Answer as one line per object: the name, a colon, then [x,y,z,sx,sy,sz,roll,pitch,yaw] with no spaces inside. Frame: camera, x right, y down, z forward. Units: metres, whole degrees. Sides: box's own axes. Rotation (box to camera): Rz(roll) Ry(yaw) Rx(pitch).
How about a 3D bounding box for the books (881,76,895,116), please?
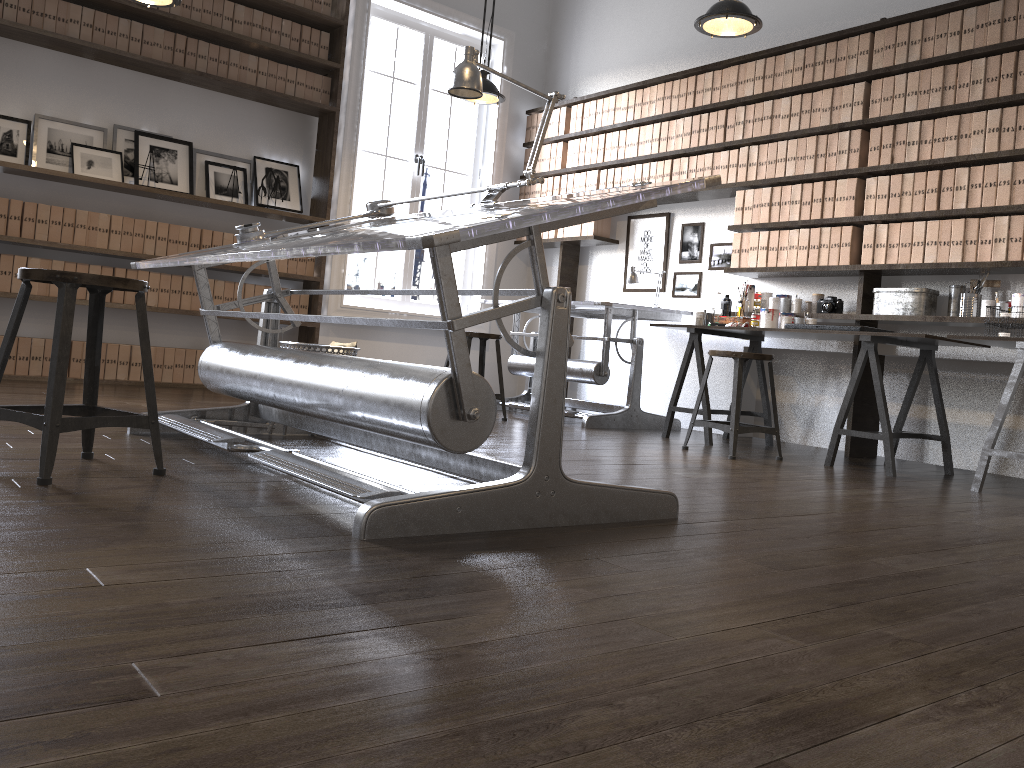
books: [2.133,-1.573,4.923,0.174,0.226,0.067,5,-1,-38]

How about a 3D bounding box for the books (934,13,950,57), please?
books: [2.327,-1.827,4.712,0.174,0.226,0.067,5,-1,-38]

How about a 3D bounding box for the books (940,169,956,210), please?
books: [2.314,-0.992,4.623,0.174,0.226,0.067,5,-1,-38]

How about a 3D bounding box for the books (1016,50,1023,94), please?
books: [2.566,-1.516,4.372,0.174,0.226,0.067,5,-1,-38]

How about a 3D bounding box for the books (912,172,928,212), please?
books: [2.222,-1.005,4.740,0.174,0.226,0.067,5,-1,-38]

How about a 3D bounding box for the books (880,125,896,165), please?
books: [2.118,-1.298,4.899,0.174,0.226,0.067,5,-1,-38]

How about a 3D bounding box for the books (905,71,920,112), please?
books: [2.219,-1.562,4.810,0.174,0.226,0.067,5,-1,-38]

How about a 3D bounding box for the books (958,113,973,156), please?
books: [2.381,-1.263,4.569,0.174,0.226,0.067,5,-1,-38]

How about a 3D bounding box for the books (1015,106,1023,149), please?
books: [2.553,-1.240,4.354,0.174,0.226,0.067,5,-1,-38]

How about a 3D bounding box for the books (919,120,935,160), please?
books: [2.256,-1.280,4.732,0.174,0.226,0.067,5,-1,-38]

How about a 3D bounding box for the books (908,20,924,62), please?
books: [2.239,-1.839,4.820,0.174,0.226,0.067,5,-1,-38]

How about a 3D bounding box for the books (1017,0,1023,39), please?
books: [2.580,-1.793,4.389,0.174,0.226,0.067,5,-1,-38]

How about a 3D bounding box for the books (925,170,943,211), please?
books: [2.263,-0.999,4.678,0.174,0.226,0.067,5,-1,-38]

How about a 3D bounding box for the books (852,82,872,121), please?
books: [2.025,-1.588,5.054,0.174,0.226,0.067,5,-1,-38]

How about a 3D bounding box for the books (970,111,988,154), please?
books: [2.419,-1.258,4.519,0.174,0.226,0.067,5,-1,-38]

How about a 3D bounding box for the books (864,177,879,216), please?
books: [2.050,-1.027,4.953,0.174,0.226,0.067,5,-1,-38]

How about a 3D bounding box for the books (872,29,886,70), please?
books: [2.112,-1.856,4.984,0.174,0.226,0.067,5,-1,-38]

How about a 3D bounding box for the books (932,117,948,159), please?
books: [2.299,-1.274,4.676,0.174,0.226,0.067,5,-1,-38]

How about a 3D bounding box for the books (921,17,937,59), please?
books: [2.285,-1.833,4.768,0.174,0.226,0.067,5,-1,-38]

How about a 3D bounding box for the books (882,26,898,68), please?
books: [2.147,-1.851,4.932,0.174,0.226,0.067,5,-1,-38]

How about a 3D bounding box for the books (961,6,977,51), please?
books: [2.413,-1.815,4.598,0.174,0.226,0.067,5,-1,-38]

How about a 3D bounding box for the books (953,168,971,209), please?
books: [2.354,-0.987,4.564,0.174,0.226,0.067,5,-1,-38]

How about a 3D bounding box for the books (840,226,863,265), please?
books: [1.950,-0.775,5.043,0.174,0.226,0.067,5,-1,-38]

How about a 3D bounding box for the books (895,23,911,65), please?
books: [2.192,-1.845,4.875,0.174,0.226,0.067,5,-1,-38]

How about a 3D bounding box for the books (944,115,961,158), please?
books: [2.336,-1.268,4.619,0.174,0.226,0.067,5,-1,-38]

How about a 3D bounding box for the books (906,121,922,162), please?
books: [2.209,-1.286,4.785,0.174,0.226,0.067,5,-1,-38]

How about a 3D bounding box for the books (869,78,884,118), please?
books: [2.091,-1.579,4.979,0.174,0.226,0.067,5,-1,-38]

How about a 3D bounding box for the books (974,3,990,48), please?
books: [2.453,-1.810,4.550,0.174,0.226,0.067,5,-1,-38]

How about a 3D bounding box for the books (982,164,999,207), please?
books: [2.444,-0.975,4.455,0.174,0.226,0.067,5,-1,-38]

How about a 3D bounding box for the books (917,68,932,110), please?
books: [2.259,-1.557,4.761,0.174,0.226,0.067,5,-1,-38]

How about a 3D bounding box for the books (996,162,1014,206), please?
books: [2.481,-0.970,4.398,0.174,0.226,0.067,5,-1,-38]

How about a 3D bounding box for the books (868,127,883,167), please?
books: [2.077,-1.303,4.961,0.174,0.226,0.067,5,-1,-38]

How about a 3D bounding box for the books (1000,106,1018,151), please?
books: [2.508,-1.246,4.408,0.174,0.226,0.067,5,-1,-38]

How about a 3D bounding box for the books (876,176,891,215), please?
books: [2.092,-1.021,4.894,0.174,0.226,0.067,5,-1,-38]

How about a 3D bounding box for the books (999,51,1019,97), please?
books: [2.516,-1.522,4.427,0.174,0.226,0.067,5,-1,-38]

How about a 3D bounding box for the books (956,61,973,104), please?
books: [2.386,-1.540,4.601,0.174,0.226,0.067,5,-1,-38]

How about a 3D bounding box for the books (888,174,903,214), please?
books: [2.137,-1.015,4.837,0.174,0.226,0.067,5,-1,-38]

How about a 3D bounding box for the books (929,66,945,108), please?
books: [2.296,-1.551,4.706,0.174,0.226,0.067,5,-1,-38]

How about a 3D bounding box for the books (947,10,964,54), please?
books: [2.367,-1.822,4.654,0.174,0.226,0.067,5,-1,-38]

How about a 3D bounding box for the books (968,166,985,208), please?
books: [2.401,-0.981,4.511,0.174,0.226,0.067,5,-1,-38]

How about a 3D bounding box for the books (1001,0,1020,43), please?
books: [2.537,-1.799,4.445,0.174,0.226,0.067,5,-1,-38]

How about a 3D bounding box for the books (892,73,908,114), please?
books: [2.173,-1.568,4.866,0.174,0.226,0.067,5,-1,-38]

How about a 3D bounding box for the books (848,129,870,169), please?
books: [2.004,-1.320,5.055,0.174,0.226,0.067,5,-1,-38]

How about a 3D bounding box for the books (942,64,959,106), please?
books: [2.343,-1.545,4.656,0.174,0.226,0.067,5,-1,-38]

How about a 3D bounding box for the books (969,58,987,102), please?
books: [2.427,-1.534,4.542,0.174,0.226,0.067,5,-1,-38]

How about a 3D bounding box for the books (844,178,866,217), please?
books: [1.976,-1.044,5.043,0.174,0.226,0.067,5,-1,-38]

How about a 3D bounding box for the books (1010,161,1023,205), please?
books: [2.526,-0.964,4.348,0.174,0.226,0.067,5,-1,-38]

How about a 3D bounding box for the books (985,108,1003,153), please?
books: [2.462,-1.252,4.461,0.174,0.226,0.067,5,-1,-38]

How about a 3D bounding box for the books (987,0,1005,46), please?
books: [2.491,-1.805,4.494,0.174,0.226,0.067,5,-1,-38]

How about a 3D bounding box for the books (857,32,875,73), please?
books: [2.053,-1.863,5.052,0.174,0.226,0.067,5,-1,-38]

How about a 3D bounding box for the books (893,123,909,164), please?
books: [2.169,-1.291,4.843,0.174,0.226,0.067,5,-1,-38]

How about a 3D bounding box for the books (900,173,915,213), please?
books: [2.179,-1.010,4.790,0.174,0.226,0.067,5,-1,-38]

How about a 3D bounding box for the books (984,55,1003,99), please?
books: [2.474,-1.528,4.489,0.174,0.226,0.067,5,-1,-38]
